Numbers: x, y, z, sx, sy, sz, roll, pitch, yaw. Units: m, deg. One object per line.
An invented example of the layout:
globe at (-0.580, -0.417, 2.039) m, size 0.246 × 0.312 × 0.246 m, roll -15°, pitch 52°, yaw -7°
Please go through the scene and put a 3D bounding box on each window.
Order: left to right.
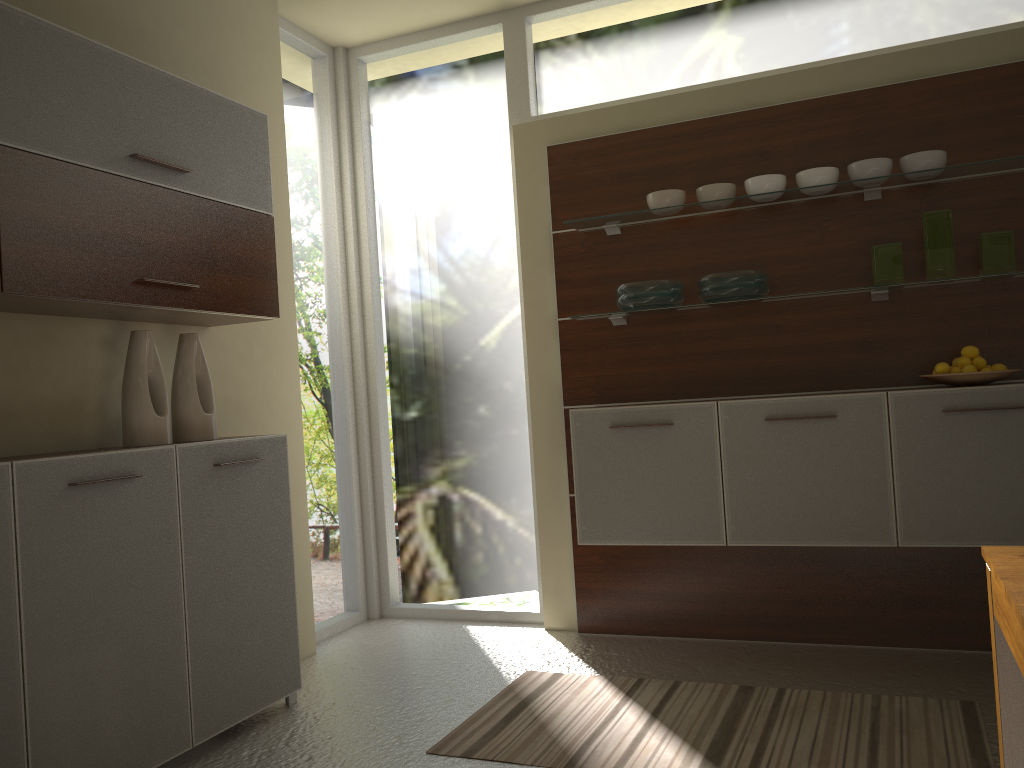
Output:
window at (0.066, -0.387, 1.091) m, size 4.466 × 3.000 × 6.429 m, roll -4°, pitch -1°, yaw 20°

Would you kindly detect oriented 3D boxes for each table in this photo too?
table at (1.296, 0.633, 0.799) m, size 1.411 × 0.790 × 1.000 m, roll -4°, pitch -1°, yaw 23°

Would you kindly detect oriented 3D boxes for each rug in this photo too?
rug at (0.631, 1.103, 2.856) m, size 1.613 × 0.007 × 0.842 m, roll -4°, pitch -1°, yaw 23°

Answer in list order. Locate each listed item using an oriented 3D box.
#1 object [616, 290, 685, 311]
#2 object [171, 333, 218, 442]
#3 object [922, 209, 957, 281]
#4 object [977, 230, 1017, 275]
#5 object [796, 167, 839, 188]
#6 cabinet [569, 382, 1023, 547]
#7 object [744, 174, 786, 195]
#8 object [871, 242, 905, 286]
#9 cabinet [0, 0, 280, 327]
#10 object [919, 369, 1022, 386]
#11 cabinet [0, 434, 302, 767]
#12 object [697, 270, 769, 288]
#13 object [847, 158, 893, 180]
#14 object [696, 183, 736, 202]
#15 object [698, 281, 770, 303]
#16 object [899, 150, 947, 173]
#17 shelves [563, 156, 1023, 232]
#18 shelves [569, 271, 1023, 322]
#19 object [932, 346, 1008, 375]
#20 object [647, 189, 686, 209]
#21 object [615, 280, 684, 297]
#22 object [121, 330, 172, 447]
object at (0.587, -0.346, 3.764) m, size 0.288 × 0.068 × 0.288 m, roll -3°, pitch -1°, yaw -19°
object at (-1.145, 0.012, 3.177) m, size 0.153 × 0.384 × 0.153 m, roll -3°, pitch -1°, yaw -34°
object at (1.606, -0.517, 3.338) m, size 0.099 × 0.259 × 0.099 m, roll -4°, pitch -1°, yaw 22°
object at (1.794, -0.478, 3.283) m, size 0.111 × 0.160 × 0.112 m, roll -4°, pitch -1°, yaw 22°
object at (1.216, -0.804, 3.527) m, size 0.163 × 0.077 × 0.163 m, roll -3°, pitch -1°, yaw -26°
cabinet at (1.449, 0.309, 3.383) m, size 2.463 × 0.570 × 0.372 m, roll -4°, pitch -1°, yaw 23°
object at (1.028, -0.791, 3.593) m, size 0.163 × 0.077 × 0.163 m, roll -3°, pitch -1°, yaw -19°
object at (1.447, -0.454, 3.415) m, size 0.112 × 0.160 × 0.111 m, roll -4°, pitch -1°, yaw 22°
cabinet at (-1.497, -0.621, 2.380) m, size 0.372 × 0.789 × 2.318 m, roll -4°, pitch -1°, yaw 23°
object at (1.693, -0.017, 3.281) m, size 0.337 × 0.053 × 0.337 m, roll -3°, pitch -1°, yaw -36°
cabinet at (-1.412, 0.717, 2.358) m, size 0.372 × 1.018 × 2.318 m, roll -4°, pitch -1°, yaw 23°
object at (0.906, -0.412, 3.635) m, size 0.288 × 0.068 × 0.288 m, roll -3°, pitch -1°, yaw -19°
object at (1.390, -0.817, 3.439) m, size 0.163 × 0.077 × 0.163 m, roll -3°, pitch -1°, yaw -19°
object at (0.851, -0.778, 3.689) m, size 0.163 × 0.077 × 0.163 m, roll -3°, pitch -1°, yaw -19°
object at (0.909, -0.369, 3.634) m, size 0.288 × 0.068 × 0.288 m, roll -3°, pitch -1°, yaw -19°
object at (1.566, -0.829, 3.376) m, size 0.163 × 0.077 × 0.163 m, roll -3°, pitch -1°, yaw -19°
shelves at (1.402, -0.775, 3.455) m, size 2.463 × 0.008 × 0.255 m, roll -4°, pitch -1°, yaw 23°
shelves at (1.428, -0.367, 3.448) m, size 2.463 × 0.008 × 0.255 m, roll -4°, pitch -1°, yaw 23°
object at (1.672, -0.071, 3.283) m, size 0.259 × 0.139 × 0.230 m, roll -4°, pitch -1°, yaw -8°
object at (0.653, -0.765, 3.747) m, size 0.163 × 0.077 × 0.163 m, roll -3°, pitch -1°, yaw -19°
object at (0.584, -0.389, 3.764) m, size 0.288 × 0.068 × 0.288 m, roll -3°, pitch -1°, yaw -19°
object at (-1.231, 0.014, 2.972) m, size 0.153 × 0.384 × 0.153 m, roll -3°, pitch -1°, yaw -34°
